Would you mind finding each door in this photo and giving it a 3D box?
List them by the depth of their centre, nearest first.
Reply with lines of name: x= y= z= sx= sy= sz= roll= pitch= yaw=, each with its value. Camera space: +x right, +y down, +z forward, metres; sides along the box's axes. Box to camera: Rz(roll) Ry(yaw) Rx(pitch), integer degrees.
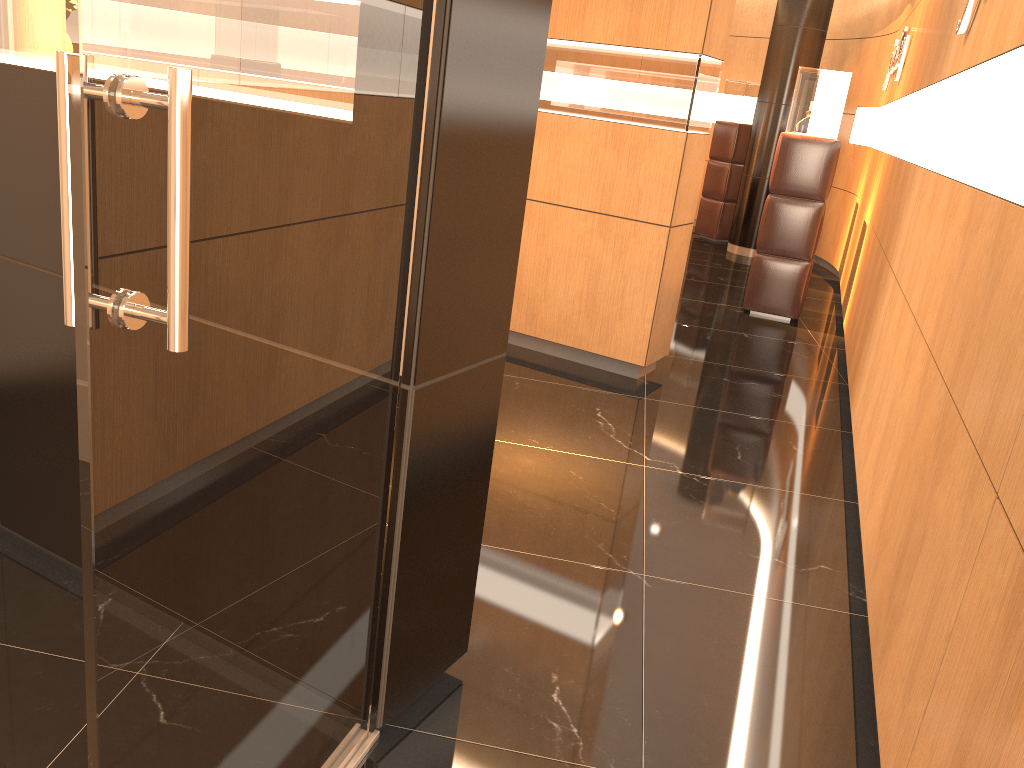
door: x=-0.518 y=-0.336 z=0.529 sx=0.098 sy=3.285 sz=2.473 roll=13 pitch=19 yaw=16

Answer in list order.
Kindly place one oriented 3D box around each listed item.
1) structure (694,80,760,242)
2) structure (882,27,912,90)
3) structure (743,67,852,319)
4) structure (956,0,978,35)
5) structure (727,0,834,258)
structure: x=2.867 y=-2.875 z=11.535 sx=0.484 sy=2.000 sz=0.498 roll=-2 pitch=21 yaw=-27
structure: x=3.373 y=-2.850 z=7.774 sx=0.034 sy=0.442 sz=2.050 roll=13 pitch=19 yaw=16
structure: x=2.378 y=-1.569 z=7.378 sx=0.498 sy=1.968 sz=0.484 roll=13 pitch=19 yaw=15
structure: x=1.588 y=-1.414 z=2.758 sx=0.034 sy=0.442 sz=2.050 roll=13 pitch=19 yaw=16
structure: x=3.180 y=-3.225 z=10.433 sx=0.613 sy=3.430 sz=0.613 roll=14 pitch=19 yaw=20
